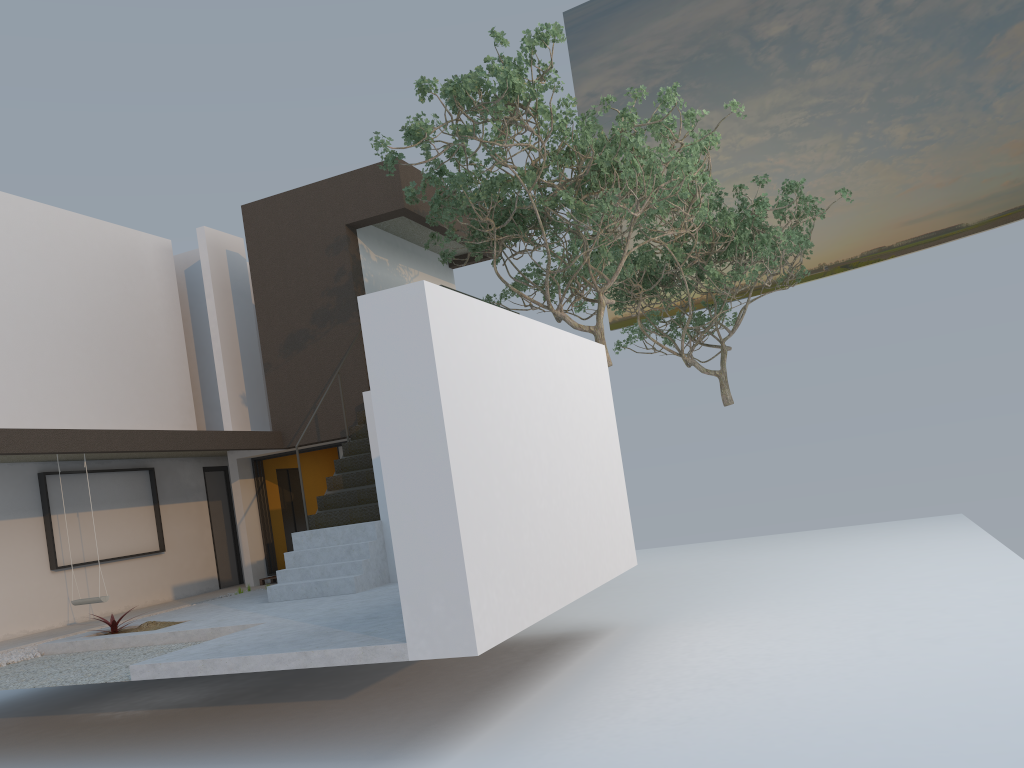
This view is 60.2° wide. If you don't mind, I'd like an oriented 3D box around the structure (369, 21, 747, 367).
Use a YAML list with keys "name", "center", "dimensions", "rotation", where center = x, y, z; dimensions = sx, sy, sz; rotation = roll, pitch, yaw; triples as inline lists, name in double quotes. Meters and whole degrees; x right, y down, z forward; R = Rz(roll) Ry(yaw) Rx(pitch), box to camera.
- name: "structure"
  center: [0.804, -2.017, 11.392]
  dimensions: [4.336, 3.689, 5.772]
  rotation: [-8, -5, 1]

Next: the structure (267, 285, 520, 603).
- name: "structure"
  center: [-1.308, 0.605, 12.856]
  dimensions: [1.164, 3.932, 6.547]
  rotation: [-9, -5, 21]

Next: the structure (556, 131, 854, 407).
- name: "structure"
  center: [3.737, -1.873, 17.306]
  dimensions: [5.510, 4.688, 7.336]
  rotation: [-8, -5, 1]

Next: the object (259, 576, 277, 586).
- name: "object"
  center: [-3.593, 3.076, 13.954]
  dimensions: [0.707, 0.100, 0.350]
  rotation: [-11, -7, 21]

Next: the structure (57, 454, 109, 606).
- name: "structure"
  center: [-5.024, 1.630, 10.268]
  dimensions: [0.464, 1.862, 0.128]
  rotation: [-9, -2, 21]

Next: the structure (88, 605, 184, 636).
- name: "structure"
  center: [-3.985, 2.499, 9.221]
  dimensions: [1.210, 0.291, 0.746]
  rotation: [-11, -6, 21]
